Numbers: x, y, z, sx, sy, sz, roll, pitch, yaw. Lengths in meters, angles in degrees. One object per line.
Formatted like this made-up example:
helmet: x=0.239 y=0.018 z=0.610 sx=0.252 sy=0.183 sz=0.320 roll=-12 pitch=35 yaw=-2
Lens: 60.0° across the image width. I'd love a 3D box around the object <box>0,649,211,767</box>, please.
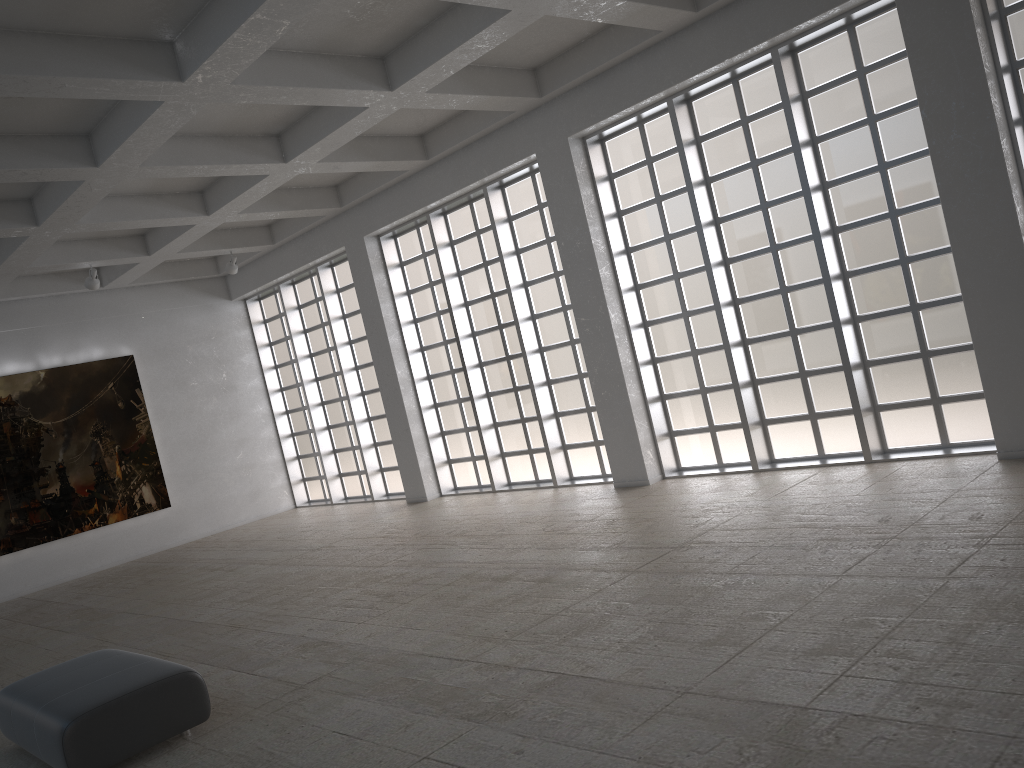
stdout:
object: x=-5.044 y=3.918 z=10.779 sx=1.616 sy=0.828 sz=3.044 roll=-15 pitch=2 yaw=-43
